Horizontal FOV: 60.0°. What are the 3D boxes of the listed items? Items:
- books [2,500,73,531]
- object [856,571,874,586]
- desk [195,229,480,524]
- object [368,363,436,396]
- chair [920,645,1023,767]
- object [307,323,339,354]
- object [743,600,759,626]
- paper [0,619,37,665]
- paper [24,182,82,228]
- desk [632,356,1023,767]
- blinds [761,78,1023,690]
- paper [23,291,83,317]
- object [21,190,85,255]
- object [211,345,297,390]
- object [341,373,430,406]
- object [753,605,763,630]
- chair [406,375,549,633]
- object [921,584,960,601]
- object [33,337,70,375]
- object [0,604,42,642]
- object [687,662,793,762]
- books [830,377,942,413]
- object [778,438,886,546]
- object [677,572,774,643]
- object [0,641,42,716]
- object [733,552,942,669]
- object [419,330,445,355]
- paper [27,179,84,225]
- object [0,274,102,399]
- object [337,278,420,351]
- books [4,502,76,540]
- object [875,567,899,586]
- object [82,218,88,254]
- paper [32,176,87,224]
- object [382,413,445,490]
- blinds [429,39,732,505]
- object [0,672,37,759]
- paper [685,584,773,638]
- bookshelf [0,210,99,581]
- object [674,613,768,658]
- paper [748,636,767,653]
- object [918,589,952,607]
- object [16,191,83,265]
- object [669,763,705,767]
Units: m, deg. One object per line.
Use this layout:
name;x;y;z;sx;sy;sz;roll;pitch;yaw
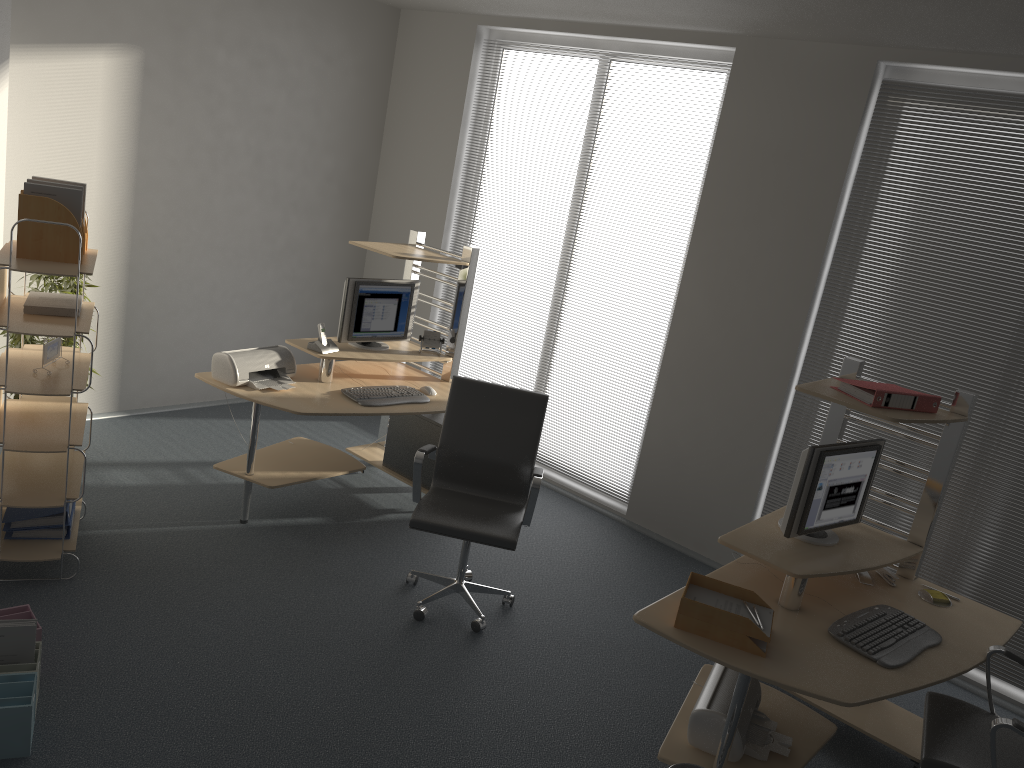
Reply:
books;-2.155;0.554;4.048;0.263;0.100;0.320;4;16;-23
object;1.474;0.775;3.711;0.054;0.064;0.159;12;15;5
desk;-0.847;-0.021;4.942;0.967;1.566;1.469;22;19;36
object;-0.680;-0.041;5.363;0.742;0.088;0.168;23;19;38
chair;1.727;1.278;2.971;0.652;1.048;0.584;17;16;23
object;-1.052;-0.263;4.974;0.119;0.151;0.150;17;16;23
object;0.818;0.784;3.033;0.008;0.009;0.159;9;15;-7
paper;-1.765;0.964;3.057;0.220;0.306;0.068;4;16;-25
paper;-1.912;-0.671;3.684;0.213;0.297;0.045;3;17;-26
desk;1.242;0.826;3.289;0.967;1.566;1.469;22;19;36
blinds;2.387;0.034;4.336;1.950;2.770;0.022;22;19;36
paper;-2.019;-0.353;3.911;0.213;0.046;0.297;4;16;-24
object;-1.954;-0.685;3.780;0.243;0.259;0.113;4;16;-24
object;-1.314;-0.085;4.725;0.351;0.162;0.438;19;17;29
object;-0.876;-0.001;5.086;0.478;0.082;0.814;-3;20;-43
object;0.836;0.793;3.011;0.008;0.009;0.159;11;15;1
chair;-0.180;0.574;4.221;0.584;1.048;0.652;12;15;3
object;1.782;0.867;3.693;0.158;0.011;0.011;21;18;33
object;-2.006;-0.144;3.871;0.077;0.161;0.192;9;15;-6
object;-1.883;0.964;3.247;0.245;0.202;0.185;-3;20;-42
object;0.862;1.206;3.247;0.351;0.162;0.438;17;16;21
books;1.503;0.031;3.574;0.320;0.072;0.262;6;16;-19
object;1.264;0.412;3.599;0.516;0.418;0.245;2;17;-29
object;0.742;0.759;3.039;0.309;0.060;0.225;15;15;16
object;-1.773;1.036;3.062;0.245;0.202;0.185;4;16;-25
object;1.176;0.844;3.414;0.478;0.082;0.814;-3;20;-43
object;-0.489;-0.251;5.359;0.154;0.135;0.093;7;15;-15
paper;-1.959;-0.710;3.792;0.213;0.297;0.045;4;16;-24
object;-2.582;-0.128;4.956;0.544;1.147;0.644;5;16;-23
object;-0.809;-0.428;5.236;0.516;0.418;0.245;0;18;-36
books;-2.156;0.607;4.066;0.262;0.072;0.320;4;16;-23
object;1.576;0.802;3.726;0.022;0.042;0.134;8;15;-10
object;-1.995;-0.722;3.891;0.243;0.259;0.113;5;16;-21
paper;-1.999;-0.747;3.904;0.213;0.297;0.045;5;16;-21
object;-0.532;0.369;5.409;0.471;0.422;0.199;22;19;36
blinds;0.292;-0.815;5.991;1.950;2.749;0.037;22;19;36
object;-1.702;1.093;2.900;0.245;0.202;0.185;4;16;-25
paper;0.740;0.775;3.043;0.297;0.010;0.210;15;15;16
bookshelf;-2.062;0.024;3.916;0.381;1.572;0.724;4;16;-24
object;0.732;0.813;3.053;0.309;0.060;0.225;15;15;16
paper;0.731;0.825;3.056;0.297;0.019;0.210;15;15;16
object;1.732;0.867;3.625;0.132;0.026;0.132;22;19;36
object;-1.906;-0.646;3.672;0.243;0.259;0.113;3;17;-26
object;0.551;1.446;2.849;0.208;0.377;0.208;9;15;-8
